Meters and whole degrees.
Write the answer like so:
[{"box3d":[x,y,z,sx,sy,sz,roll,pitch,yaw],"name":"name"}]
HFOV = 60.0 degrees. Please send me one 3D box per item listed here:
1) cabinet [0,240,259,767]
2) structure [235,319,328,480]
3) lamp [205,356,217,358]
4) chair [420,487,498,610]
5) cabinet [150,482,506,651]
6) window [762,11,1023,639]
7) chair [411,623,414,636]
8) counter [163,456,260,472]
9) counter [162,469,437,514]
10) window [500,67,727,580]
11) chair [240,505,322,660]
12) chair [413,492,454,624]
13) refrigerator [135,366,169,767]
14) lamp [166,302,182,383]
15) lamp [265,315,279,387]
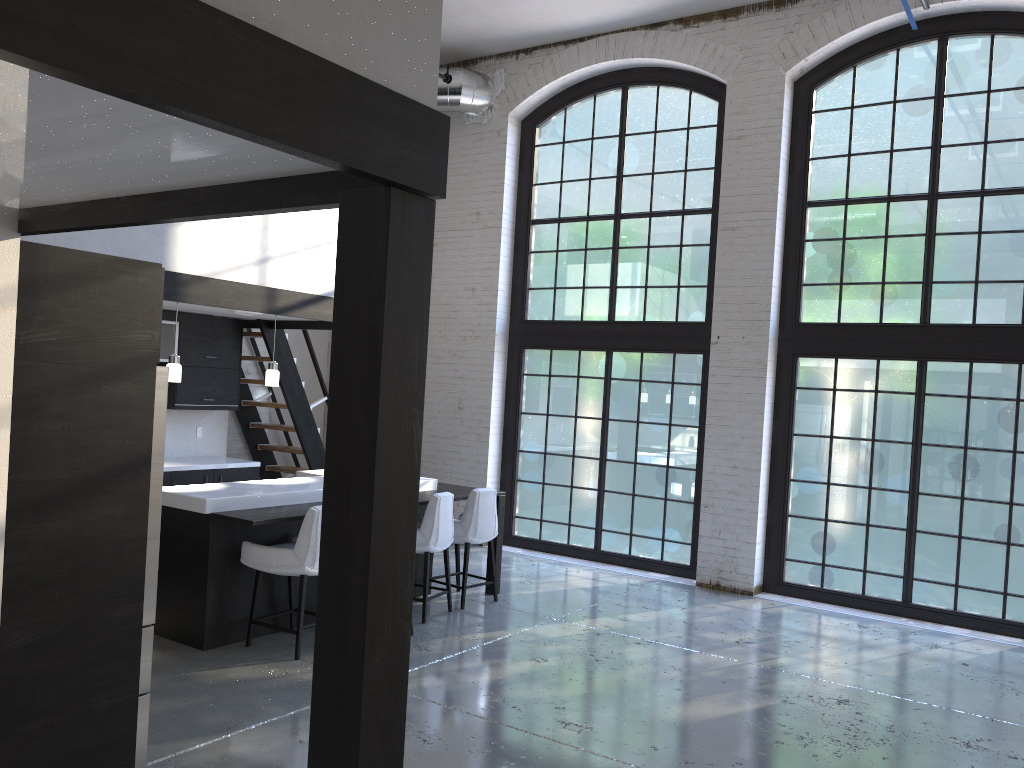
[{"box3d":[-2.435,0.526,6.104,4.273,2.315,4.233,3,0,34],"name":"cabinet"},{"box3d":[-2.472,0.098,9.611,0.928,3.187,1.663,4,1,34],"name":"structure"},{"box3d":[-2.092,-0.307,7.973,1.947,0.623,0.124,3,1,34],"name":"lamp"},{"box3d":[-0.402,1.318,7.242,0.501,0.984,0.579,4,1,40],"name":"chair"},{"box3d":[-1.398,1.293,6.825,1.370,0.910,2.692,3,0,34],"name":"cabinet"},{"box3d":[3.537,-0.538,7.594,2.489,5.180,0.138,4,1,34],"name":"window"},{"box3d":[-0.974,1.280,6.145,0.579,0.984,0.501,3,1,-45],"name":"chair"},{"box3d":[-3.493,0.719,6.814,1.708,0.045,4.239,3,0,34],"name":"counter"},{"box3d":[-1.666,0.779,6.728,0.976,0.095,2.294,3,0,34],"name":"counter"},{"box3d":[1.042,-0.680,9.276,2.489,5.180,0.138,4,1,34],"name":"window"},{"box3d":[-1.392,1.254,5.762,0.501,0.984,0.579,4,1,30],"name":"chair"},{"box3d":[-0.728,1.297,6.749,0.501,0.984,0.579,4,1,25],"name":"chair"},{"box3d":[-2.032,0.779,3.690,0.852,1.772,0.821,4,1,34],"name":"refrigerator"},{"box3d":[-3.025,-0.366,6.586,1.951,0.623,0.124,3,1,36],"name":"lamp"},{"box3d":[-1.808,-0.294,6.742,0.100,0.623,0.100,4,1,40],"name":"lamp"}]
